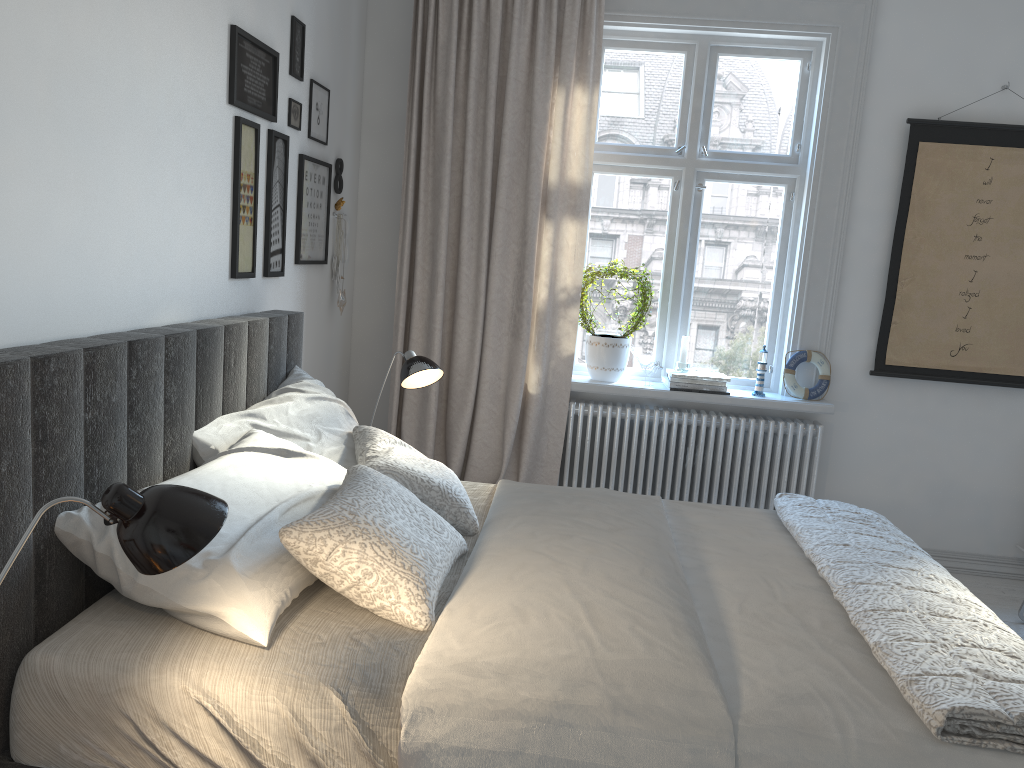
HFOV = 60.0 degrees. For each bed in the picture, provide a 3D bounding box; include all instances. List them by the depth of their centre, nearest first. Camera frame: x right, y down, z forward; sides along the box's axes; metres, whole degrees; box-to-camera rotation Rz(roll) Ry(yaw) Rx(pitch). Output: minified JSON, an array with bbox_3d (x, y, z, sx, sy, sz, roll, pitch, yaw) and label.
[{"bbox_3d":[0.126,0.463,2.287,2.176,1.049,1.883,5,8,5],"label":"bed"}]

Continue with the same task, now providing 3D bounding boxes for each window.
[{"bbox_3d":[-2.248,-1.505,6.029,7.977,7.029,11.934,5,9,5],"label":"window"}]

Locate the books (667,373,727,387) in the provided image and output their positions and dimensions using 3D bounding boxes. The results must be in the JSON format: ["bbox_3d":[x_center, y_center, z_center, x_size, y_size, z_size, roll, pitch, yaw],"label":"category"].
[{"bbox_3d":[0.855,-0.023,4.116,0.253,0.022,0.207,5,8,6],"label":"books"}]

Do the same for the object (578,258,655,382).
[{"bbox_3d":[0.461,-0.303,4.162,0.385,0.575,0.216,2,9,-14],"label":"object"}]

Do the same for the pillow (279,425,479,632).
[{"bbox_3d":[-0.288,0.311,2.338,0.415,0.226,1.143,4,8,-2],"label":"pillow"}]

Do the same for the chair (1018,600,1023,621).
[{"bbox_3d":[2.292,0.627,3.217,0.524,0.800,0.560,5,9,5],"label":"chair"}]

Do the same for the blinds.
[{"bbox_3d":[-0.096,-0.600,3.893,0.831,2.655,0.224,5,9,5],"label":"blinds"}]

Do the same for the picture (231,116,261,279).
[{"bbox_3d":[-0.867,-0.598,2.885,0.020,0.506,0.165,5,9,5],"label":"picture"}]

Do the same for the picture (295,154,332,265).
[{"bbox_3d":[-0.797,-0.691,3.569,0.021,0.416,0.364,5,9,5],"label":"picture"}]

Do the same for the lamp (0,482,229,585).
[{"bbox_3d":[-0.777,0.619,1.129,0.450,0.939,0.824,8,10,23],"label":"lamp"}]

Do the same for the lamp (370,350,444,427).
[{"bbox_3d":[-0.541,0.298,3.476,0.450,0.939,0.798,2,9,-12],"label":"lamp"}]

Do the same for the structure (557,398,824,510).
[{"bbox_3d":[0.700,0.379,4.203,1.505,0.549,0.195,5,9,5],"label":"structure"}]

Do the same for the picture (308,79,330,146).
[{"bbox_3d":[-0.767,-1.077,3.530,0.010,0.221,0.224,5,9,5],"label":"picture"}]

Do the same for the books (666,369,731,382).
[{"bbox_3d":[0.861,-0.041,4.112,0.269,0.015,0.202,5,8,2],"label":"books"}]

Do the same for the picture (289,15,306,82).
[{"bbox_3d":[-0.781,-1.219,3.230,0.011,0.202,0.127,5,9,5],"label":"picture"}]

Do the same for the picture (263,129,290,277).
[{"bbox_3d":[-0.839,-0.635,3.157,0.020,0.506,0.165,5,9,5],"label":"picture"}]

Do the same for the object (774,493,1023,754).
[{"bbox_3d":[0.965,0.504,2.199,0.405,0.104,1.456,5,8,5],"label":"object"}]

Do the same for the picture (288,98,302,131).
[{"bbox_3d":[-0.799,-0.992,3.266,0.010,0.098,0.118,5,9,5],"label":"picture"}]

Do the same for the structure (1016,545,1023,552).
[{"bbox_3d":[3.110,0.600,3.991,1.505,0.549,0.195,5,9,5],"label":"structure"}]

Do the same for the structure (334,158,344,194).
[{"bbox_3d":[-0.749,-0.900,3.839,0.014,0.151,0.096,5,9,5],"label":"structure"}]

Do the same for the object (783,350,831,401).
[{"bbox_3d":[1.349,-0.040,4.053,0.236,0.228,0.079,3,9,-9],"label":"object"}]

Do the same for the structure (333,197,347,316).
[{"bbox_3d":[-0.755,-0.556,3.883,0.078,0.515,0.133,3,9,-7],"label":"structure"}]

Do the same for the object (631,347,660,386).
[{"bbox_3d":[0.619,-0.080,4.142,0.059,0.165,0.195,-2,11,-35],"label":"object"}]

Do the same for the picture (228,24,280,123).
[{"bbox_3d":[-0.831,-0.994,2.871,0.020,0.232,0.365,5,9,5],"label":"picture"}]

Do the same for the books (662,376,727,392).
[{"bbox_3d":[0.845,-0.001,4.127,0.262,0.025,0.207,4,8,-2],"label":"books"}]

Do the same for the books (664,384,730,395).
[{"bbox_3d":[0.855,0.020,4.116,0.272,0.013,0.219,5,8,1],"label":"books"}]

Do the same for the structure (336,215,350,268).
[{"bbox_3d":[-0.762,-0.643,4.003,0.024,0.240,0.145,5,9,5],"label":"structure"}]

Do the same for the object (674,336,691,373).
[{"bbox_3d":[0.797,-0.141,4.109,0.074,0.174,0.074,-3,12,-39],"label":"object"}]

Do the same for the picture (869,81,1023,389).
[{"bbox_3d":[2.081,-0.652,3.923,0.793,1.317,0.057,5,9,5],"label":"picture"}]

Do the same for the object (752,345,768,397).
[{"bbox_3d":[1.141,-0.062,4.056,0.060,0.235,0.059,-4,12,-42],"label":"object"}]
